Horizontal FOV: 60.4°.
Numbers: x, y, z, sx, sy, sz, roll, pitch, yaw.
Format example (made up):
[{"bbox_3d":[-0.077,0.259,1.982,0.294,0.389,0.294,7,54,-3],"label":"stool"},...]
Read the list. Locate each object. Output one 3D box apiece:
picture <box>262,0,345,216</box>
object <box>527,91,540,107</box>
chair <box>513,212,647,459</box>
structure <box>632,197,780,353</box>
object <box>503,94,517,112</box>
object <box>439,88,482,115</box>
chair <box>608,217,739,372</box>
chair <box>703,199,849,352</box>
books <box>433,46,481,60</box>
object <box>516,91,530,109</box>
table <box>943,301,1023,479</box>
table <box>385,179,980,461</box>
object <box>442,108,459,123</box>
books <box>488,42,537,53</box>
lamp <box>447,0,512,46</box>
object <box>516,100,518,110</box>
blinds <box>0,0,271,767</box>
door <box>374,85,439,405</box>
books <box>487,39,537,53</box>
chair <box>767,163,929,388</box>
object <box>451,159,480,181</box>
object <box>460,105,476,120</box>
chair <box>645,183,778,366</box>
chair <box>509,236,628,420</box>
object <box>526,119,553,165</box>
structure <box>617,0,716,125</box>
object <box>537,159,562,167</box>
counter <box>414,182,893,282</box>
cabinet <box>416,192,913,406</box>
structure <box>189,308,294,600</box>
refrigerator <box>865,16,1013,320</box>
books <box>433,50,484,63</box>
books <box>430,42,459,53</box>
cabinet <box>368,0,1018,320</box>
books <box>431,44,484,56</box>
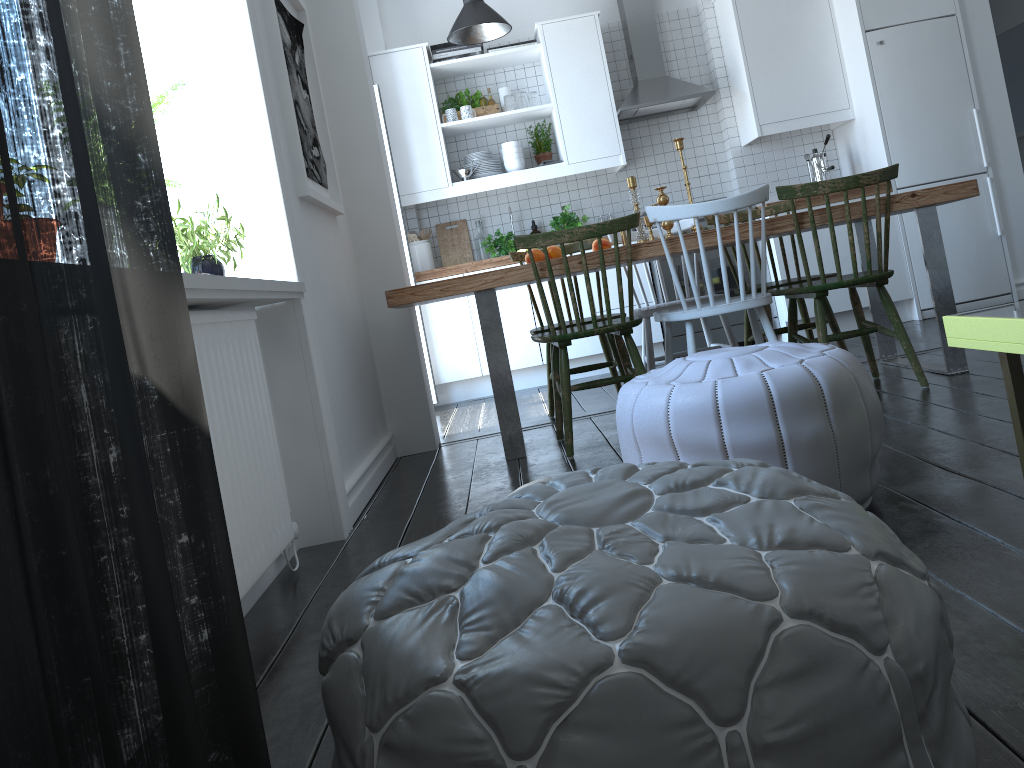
[{"bbox_3d":[-0.812,-1.098,3.314,0.083,0.888,0.689,-11,1,0],"label":"picture"},{"bbox_3d":[0.145,-1.917,5.967,0.087,0.120,0.085,-12,1,-31],"label":"object"},{"bbox_3d":[0.303,-0.190,3.357,0.468,0.828,0.485,-11,1,-2],"label":"chair"},{"bbox_3d":[1.271,-0.723,5.868,0.700,1.020,0.723,-11,1,0],"label":"structure"},{"bbox_3d":[-0.014,-1.883,5.926,0.085,0.120,0.087,-10,1,23],"label":"object"},{"bbox_3d":[-0.368,-1.914,6.112,0.348,0.254,0.163,-11,1,-10],"label":"object"},{"bbox_3d":[0.766,-0.365,4.147,0.466,0.843,0.510,-11,1,0],"label":"chair"},{"bbox_3d":[1.250,-0.448,4.138,0.468,0.828,0.485,-11,1,-2],"label":"chair"},{"bbox_3d":[-0.375,-2.244,6.063,0.329,0.031,0.260,-11,6,-2],"label":"books"},{"bbox_3d":[0.070,-1.897,5.912,0.085,0.120,0.087,-10,1,23],"label":"object"},{"bbox_3d":[1.637,-0.048,1.567,1.401,0.400,0.602,-11,4,-1],"label":"table"},{"bbox_3d":[0.687,-0.246,3.736,2.227,0.717,1.021,-11,3,-1],"label":"table"},{"bbox_3d":[-0.413,-1.800,5.952,0.084,0.100,0.107,-12,3,-31],"label":"object"},{"bbox_3d":[0.006,-2.276,6.073,0.350,0.038,0.262,-11,5,-1],"label":"books"},{"bbox_3d":[-1.270,-1.527,5.138,2.701,2.515,0.491,-11,-1,-1],"label":"lamp"},{"bbox_3d":[0.067,-1.906,6.003,0.087,0.120,0.085,-12,1,-31],"label":"object"},{"bbox_3d":[-0.631,-0.876,0.893,0.112,2.977,0.803,-11,-1,-1],"label":"blinds"},{"bbox_3d":[-0.930,-0.818,5.461,0.587,2.029,0.104,-11,-1,-7],"label":"door"},{"bbox_3d":[0.000,-2.303,6.083,0.341,0.016,0.276,-11,6,1],"label":"books"},{"bbox_3d":[1.258,-0.375,3.393,0.468,0.828,0.485,-11,1,-2],"label":"chair"},{"bbox_3d":[-0.305,-1.422,5.890,0.209,0.135,0.102,-10,1,12],"label":"object"},{"bbox_3d":[-0.292,-1.821,5.938,0.109,0.100,0.082,-11,2,-11],"label":"object"},{"bbox_3d":[0.784,-0.289,3.349,0.466,0.843,0.510,-11,1,0],"label":"chair"},{"bbox_3d":[0.295,-0.263,4.102,0.468,0.828,0.485,-11,1,-2],"label":"chair"},{"bbox_3d":[0.213,-1.661,6.136,0.163,0.366,0.172,-11,0,37],"label":"object"},{"bbox_3d":[0.888,-2.498,5.996,0.633,1.306,0.528,-11,0,0],"label":"structure"},{"bbox_3d":[0.235,-1.488,5.999,0.246,0.042,0.277,-11,5,-7],"label":"object"},{"bbox_3d":[0.807,-0.966,5.804,3.099,0.073,0.850,-11,6,-1],"label":"counter"},{"bbox_3d":[0.894,-0.546,5.854,3.173,0.816,0.733,-10,2,7],"label":"cabinet"},{"bbox_3d":[-0.627,0.166,1.775,0.073,0.627,1.068,-11,4,0],"label":"structure"},{"bbox_3d":[2.628,-1.363,5.708,0.576,1.804,0.681,-11,0,0],"label":"refrigerator"},{"bbox_3d":[-0.357,-2.210,6.072,0.351,0.044,0.261,-11,5,1],"label":"books"},{"bbox_3d":[-0.389,-2.309,6.072,0.325,0.038,0.260,-11,5,2],"label":"books"},{"bbox_3d":[1.062,-1.369,5.846,3.784,2.376,0.780,-11,0,3],"label":"cabinet"},{"bbox_3d":[-0.370,-2.277,6.075,0.351,0.031,0.288,-11,6,0],"label":"books"}]
